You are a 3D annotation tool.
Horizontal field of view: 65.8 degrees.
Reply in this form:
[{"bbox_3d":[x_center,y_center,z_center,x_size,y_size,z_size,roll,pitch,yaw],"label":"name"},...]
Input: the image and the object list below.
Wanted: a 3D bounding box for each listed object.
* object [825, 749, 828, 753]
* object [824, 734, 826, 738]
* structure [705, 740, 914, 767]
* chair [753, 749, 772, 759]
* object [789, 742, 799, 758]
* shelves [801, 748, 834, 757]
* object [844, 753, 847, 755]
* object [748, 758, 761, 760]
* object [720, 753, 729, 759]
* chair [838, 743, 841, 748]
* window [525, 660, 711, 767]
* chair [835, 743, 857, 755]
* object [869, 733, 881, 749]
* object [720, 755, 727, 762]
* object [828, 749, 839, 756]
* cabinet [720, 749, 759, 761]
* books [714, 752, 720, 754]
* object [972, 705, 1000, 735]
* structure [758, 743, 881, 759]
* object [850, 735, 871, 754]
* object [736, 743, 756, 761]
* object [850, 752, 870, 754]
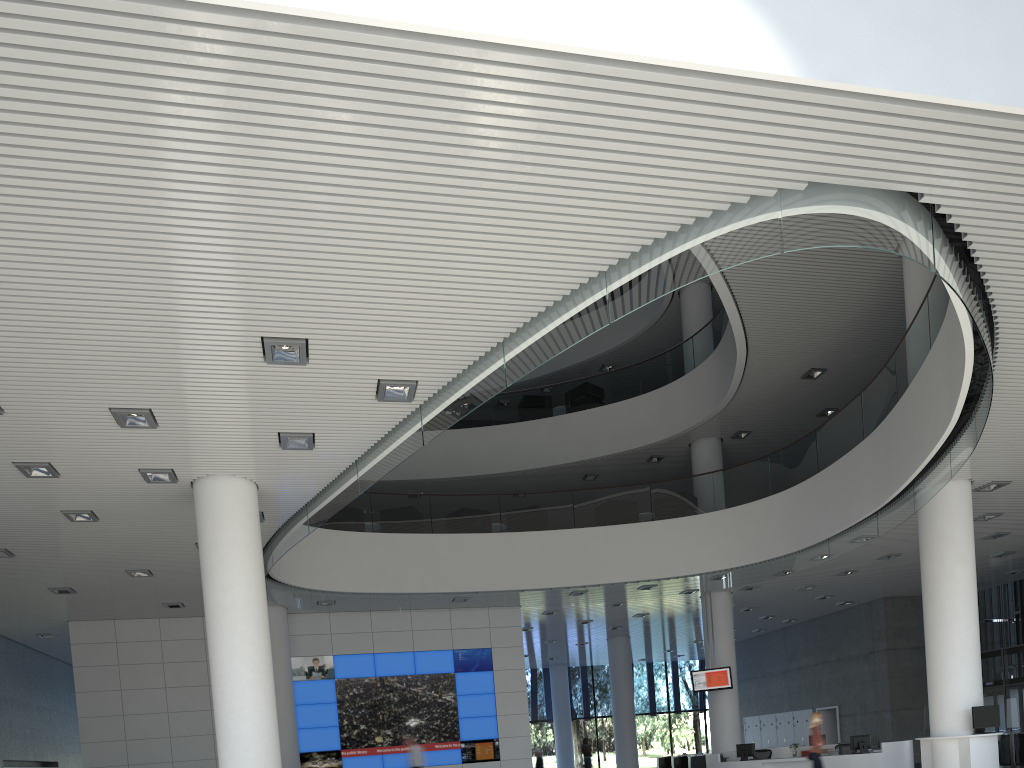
[{"bbox_3d":[4.443,5.260,11.287,0.133,0.079,0.094,-17,-18,34],"label":"object"},{"bbox_3d":[4.448,5.244,11.538,0.250,0.245,0.107,-15,-9,40],"label":"object"},{"bbox_3d":[3.544,4.759,9.827,2.692,0.440,0.873,-22,-26,34],"label":"structure"},{"bbox_3d":[3.230,4.969,10.232,0.347,0.482,0.363,-7,-9,19],"label":"chair"},{"bbox_3d":[3.421,4.426,9.560,0.141,0.183,0.154,-9,-11,30],"label":"object"},{"bbox_3d":[4.387,5.441,11.342,0.443,0.399,0.129,-14,-6,36],"label":"shelves"},{"bbox_3d":[3.909,4.332,9.265,0.029,0.016,0.061,-7,-23,9],"label":"object"},{"bbox_3d":[3.053,4.756,10.019,0.215,0.013,0.095,-17,-27,25],"label":"object"},{"bbox_3d":[2.814,5.047,10.698,0.235,0.100,0.202,-19,-24,33],"label":"object"},{"bbox_3d":[4.546,5.085,10.699,0.350,0.482,0.359,-4,-8,-1],"label":"chair"},{"bbox_3d":[0.436,8.390,19.627,18.056,2.931,0.077,2,1,-13],"label":"window"},{"bbox_3d":[4.086,4.596,9.581,0.341,0.481,0.370,-4,-8,-1],"label":"chair"},{"bbox_3d":[4.941,4.841,10.730,0.108,0.208,0.257,-4,-14,0],"label":"object"},{"bbox_3d":[2.713,4.837,10.233,0.104,0.106,0.054,-2,-5,-13],"label":"object"},{"bbox_3d":[3.789,4.340,9.318,0.102,0.073,0.140,-15,-22,33],"label":"object"},{"bbox_3d":[3.157,5.381,11.086,0.360,0.459,0.785,-11,-18,40],"label":"cabinet"},{"bbox_3d":[2.685,4.877,10.335,0.087,0.125,0.013,-3,1,-13],"label":"books"},{"bbox_3d":[4.154,2.962,6.972,0.274,0.249,0.130,-1,-5,-14],"label":"object"},{"bbox_3d":[4.552,5.248,11.037,1.056,0.432,2.555,7,-26,-27],"label":"structure"},{"bbox_3d":[4.028,4.150,9.106,0.237,0.216,0.112,-4,-4,-4],"label":"object"},{"bbox_3d":[2.925,4.621,9.924,0.249,0.213,0.108,-15,-9,35],"label":"object"},{"bbox_3d":[4.061,4.312,9.244,0.208,0.013,0.097,-7,-25,6],"label":"object"}]
